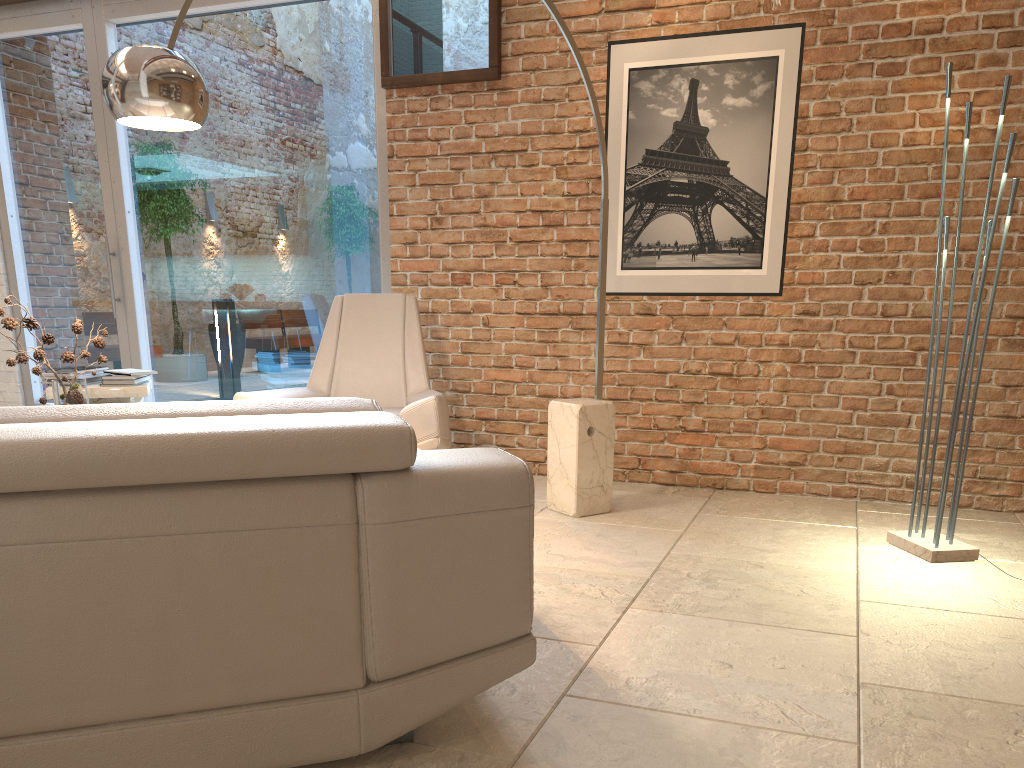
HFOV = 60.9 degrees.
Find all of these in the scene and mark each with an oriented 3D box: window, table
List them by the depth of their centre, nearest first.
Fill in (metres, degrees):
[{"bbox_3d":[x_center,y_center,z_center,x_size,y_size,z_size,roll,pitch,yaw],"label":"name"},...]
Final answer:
[{"bbox_3d":[-2.287,0.249,4.922,0.493,0.523,0.478,-3,11,-19],"label":"table"},{"bbox_3d":[-4.012,-2.887,5.909,12.281,6.671,0.621,3,15,20],"label":"window"}]

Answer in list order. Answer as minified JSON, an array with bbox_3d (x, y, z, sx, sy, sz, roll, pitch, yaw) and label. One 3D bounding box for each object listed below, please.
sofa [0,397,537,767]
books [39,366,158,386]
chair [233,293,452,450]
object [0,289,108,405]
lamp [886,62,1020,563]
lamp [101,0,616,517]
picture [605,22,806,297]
[{"bbox_3d":[-1.221,0.408,1.975,2.322,0.786,1.108,-2,9,-19],"label":"sofa"},{"bbox_3d":[-2.231,-0.042,4.823,0.568,0.082,0.376,1,6,5],"label":"books"},{"bbox_3d":[-0.779,0.049,4.459,1.027,1.036,0.947,1,11,5],"label":"chair"},{"bbox_3d":[-1.660,-0.027,3.116,0.317,0.629,0.522,-2,11,-9],"label":"object"},{"bbox_3d":[1.678,-0.239,3.239,0.200,1.889,0.400,-2,15,-9],"label":"lamp"},{"bbox_3d":[-0.406,-0.533,3.317,2.010,2.439,0.309,-6,16,-31],"label":"lamp"},{"bbox_3d":[0.893,-1.044,4.243,0.909,1.242,0.026,5,16,19],"label":"picture"}]
